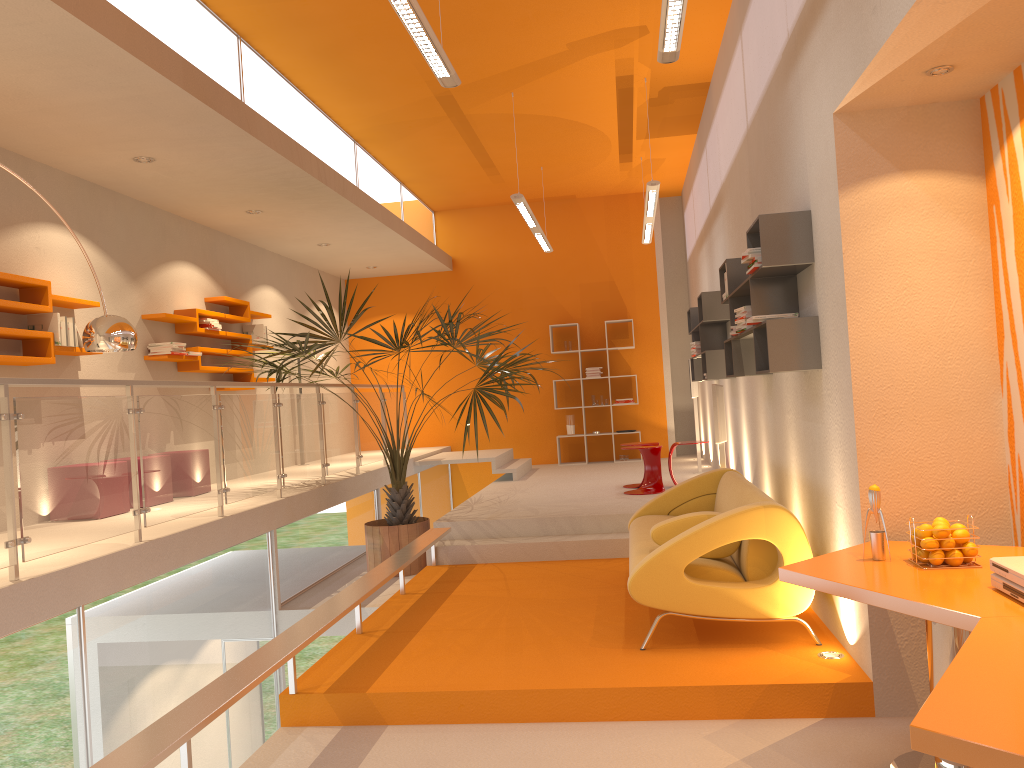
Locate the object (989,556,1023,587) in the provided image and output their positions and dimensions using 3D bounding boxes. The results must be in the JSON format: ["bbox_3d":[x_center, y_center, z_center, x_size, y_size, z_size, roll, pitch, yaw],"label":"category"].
[{"bbox_3d":[1.620,0.570,2.649,0.262,0.049,0.349,-4,-1,7],"label":"object"}]

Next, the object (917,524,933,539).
[{"bbox_3d":[1.498,0.536,3.212,0.057,0.060,0.052,-4,-1,31],"label":"object"}]

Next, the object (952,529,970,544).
[{"bbox_3d":[1.614,0.548,3.187,0.061,0.052,0.053,-3,-1,-34],"label":"object"}]

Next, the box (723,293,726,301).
[{"bbox_3d":[1.602,-0.620,6.193,0.232,0.047,0.232,-4,-1,7],"label":"box"}]

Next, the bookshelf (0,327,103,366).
[{"bbox_3d":[-3.282,-0.241,6.162,0.220,0.220,1.150,-4,-1,7],"label":"bookshelf"}]

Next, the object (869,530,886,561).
[{"bbox_3d":[1.393,0.615,3.374,0.060,0.106,0.060,-4,-1,40],"label":"object"}]

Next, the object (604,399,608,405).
[{"bbox_3d":[1.760,1.885,8.783,0.190,3.502,7.694,-4,-1,-4],"label":"object"}]

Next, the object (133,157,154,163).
[{"bbox_3d":[-2.730,-1.679,6.571,0.143,0.059,0.143,-3,-1,-21],"label":"object"}]

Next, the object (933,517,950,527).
[{"bbox_3d":[1.599,0.525,3.300,0.059,0.060,0.050,-4,-1,42],"label":"object"}]

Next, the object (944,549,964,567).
[{"bbox_3d":[1.584,0.623,3.183,0.064,0.063,0.074,-3,-1,-27],"label":"object"}]

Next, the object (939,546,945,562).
[{"bbox_3d":[1.568,0.619,3.223,0.057,0.060,0.052,-3,-1,-42],"label":"object"}]

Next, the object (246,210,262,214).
[{"bbox_3d":[-2.474,-1.667,8.504,0.143,0.059,0.143,-4,-1,-9],"label":"object"}]

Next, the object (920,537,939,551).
[{"bbox_3d":[1.500,0.575,3.183,0.063,0.051,0.053,-4,-1,11],"label":"object"}]

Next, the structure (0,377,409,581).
[{"bbox_3d":[-2.097,0.434,5.439,0.195,0.900,11.050,-4,-1,7],"label":"structure"}]

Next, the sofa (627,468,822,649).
[{"bbox_3d":[1.168,0.964,5.387,0.929,0.706,2.081,-4,-1,7],"label":"sofa"}]

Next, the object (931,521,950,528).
[{"bbox_3d":[1.562,0.525,3.233,0.063,0.053,0.051,-5,-1,44],"label":"object"}]

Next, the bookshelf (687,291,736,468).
[{"bbox_3d":[1.911,0.242,8.240,0.322,2.145,3.370,-4,-1,10],"label":"bookshelf"}]

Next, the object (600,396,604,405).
[{"bbox_3d":[-0.511,2.541,9.403,0.870,4.604,7.392,-4,-1,38],"label":"object"}]

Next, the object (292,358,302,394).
[{"bbox_3d":[-2.600,0.337,10.881,0.116,1.317,0.111,-4,-1,14],"label":"object"}]

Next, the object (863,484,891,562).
[{"bbox_3d":[1.393,0.524,3.362,0.101,0.288,0.088,-3,-1,-22],"label":"object"}]

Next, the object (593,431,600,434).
[{"bbox_3d":[1.199,0.692,12.587,0.106,0.035,0.105,-3,-1,-39],"label":"object"}]

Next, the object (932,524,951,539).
[{"bbox_3d":[1.538,0.529,3.178,0.063,0.051,0.053,-4,-1,0],"label":"object"}]

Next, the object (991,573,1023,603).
[{"bbox_3d":[1.623,0.618,2.648,0.262,0.049,0.349,-4,-1,7],"label":"object"}]

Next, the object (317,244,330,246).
[{"bbox_3d":[-2.219,-1.656,10.437,0.143,0.059,0.143,-3,-1,-21],"label":"object"}]

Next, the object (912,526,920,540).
[{"bbox_3d":[1.505,0.549,3.265,0.053,0.051,0.063,-4,-1,-2],"label":"object"}]

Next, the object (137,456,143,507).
[{"bbox_3d":[-2.975,0.772,7.029,0.390,0.377,0.390,-4,-1,8],"label":"object"}]

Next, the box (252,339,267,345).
[{"bbox_3d":[-2.799,-0.447,9.545,0.232,0.047,0.232,-4,-1,7],"label":"box"}]

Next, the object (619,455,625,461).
[{"bbox_3d":[1.646,2.277,7.319,0.129,2.692,10.507,-4,-1,0],"label":"object"}]

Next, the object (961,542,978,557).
[{"bbox_3d":[1.636,0.592,3.168,0.052,0.054,0.061,-4,-1,20],"label":"object"}]

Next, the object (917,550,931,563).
[{"bbox_3d":[1.511,0.629,3.236,0.061,0.053,0.053,-4,-1,-5],"label":"object"}]

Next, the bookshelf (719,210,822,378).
[{"bbox_3d":[1.513,-0.453,5.392,0.252,0.790,2.000,-4,-1,7],"label":"bookshelf"}]

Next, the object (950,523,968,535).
[{"bbox_3d":[1.633,0.536,3.242,0.051,0.053,0.063,-3,-1,-35],"label":"object"}]

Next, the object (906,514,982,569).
[{"bbox_3d":[1.572,0.568,3.240,0.207,0.174,0.189,-4,-1,7],"label":"object"}]

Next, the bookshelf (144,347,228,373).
[{"bbox_3d":[-3.007,-0.229,8.240,0.220,0.220,1.150,-4,-1,7],"label":"bookshelf"}]

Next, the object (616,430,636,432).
[{"bbox_3d":[1.621,0.672,12.587,0.294,0.020,0.294,-3,-1,-43],"label":"object"}]

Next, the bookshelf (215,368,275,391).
[{"bbox_3d":[-2.841,-0.044,9.408,0.220,0.220,1.150,-4,-1,7],"label":"bookshelf"}]

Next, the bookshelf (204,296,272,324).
[{"bbox_3d":[-2.887,-0.757,9.419,0.220,0.220,1.150,-4,-1,7],"label":"bookshelf"}]

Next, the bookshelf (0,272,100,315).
[{"bbox_3d":[-3.306,-0.598,6.167,0.220,0.220,1.150,-4,-1,7],"label":"bookshelf"}]

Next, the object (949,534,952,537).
[{"bbox_3d":[1.621,0.573,3.294,0.053,0.054,0.061,-4,-1,-1],"label":"object"}]

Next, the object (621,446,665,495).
[{"bbox_3d":[1.288,0.838,8.698,0.391,0.450,0.420,-4,-1,37],"label":"object"}]

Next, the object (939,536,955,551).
[{"bbox_3d":[1.562,0.573,3.182,0.052,0.053,0.062,-4,-1,14],"label":"object"}]

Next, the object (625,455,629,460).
[{"bbox_3d":[1.493,2.271,6.015,0.102,2.685,13.193,-4,-1,2],"label":"object"}]

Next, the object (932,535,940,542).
[{"bbox_3d":[1.532,0.572,3.230,0.064,0.053,0.051,-3,-1,-45],"label":"object"}]

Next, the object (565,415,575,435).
[{"bbox_3d":[0.839,0.589,12.703,0.129,0.291,0.129,-4,-1,35],"label":"object"}]

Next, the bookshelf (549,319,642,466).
[{"bbox_3d":[1.986,1.361,11.644,1.107,4.600,3.516,-3,-1,-35],"label":"bookshelf"}]

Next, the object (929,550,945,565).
[{"bbox_3d":[1.523,0.621,3.180,0.052,0.057,0.060,-5,-1,44],"label":"object"}]

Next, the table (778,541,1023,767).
[{"bbox_3d":[1.406,1.036,2.496,0.969,0.760,2.573,-4,-1,7],"label":"table"}]

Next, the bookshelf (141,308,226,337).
[{"bbox_3d":[-3.031,-0.586,8.245,0.220,0.220,1.150,-4,-1,7],"label":"bookshelf"}]

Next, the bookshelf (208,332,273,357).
[{"bbox_3d":[-2.864,-0.401,9.414,0.220,0.220,1.150,-4,-1,7],"label":"bookshelf"}]

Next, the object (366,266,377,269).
[{"bbox_3d":[-1.963,-1.645,12.370,0.143,0.059,0.143,-3,-1,-21],"label":"object"}]

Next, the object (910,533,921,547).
[{"bbox_3d":[1.513,0.577,3.306,0.053,0.055,0.060,-4,-1,-4],"label":"object"}]

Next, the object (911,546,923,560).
[{"bbox_3d":[1.511,0.628,3.296,0.053,0.053,0.061,-4,-1,-3],"label":"object"}]
